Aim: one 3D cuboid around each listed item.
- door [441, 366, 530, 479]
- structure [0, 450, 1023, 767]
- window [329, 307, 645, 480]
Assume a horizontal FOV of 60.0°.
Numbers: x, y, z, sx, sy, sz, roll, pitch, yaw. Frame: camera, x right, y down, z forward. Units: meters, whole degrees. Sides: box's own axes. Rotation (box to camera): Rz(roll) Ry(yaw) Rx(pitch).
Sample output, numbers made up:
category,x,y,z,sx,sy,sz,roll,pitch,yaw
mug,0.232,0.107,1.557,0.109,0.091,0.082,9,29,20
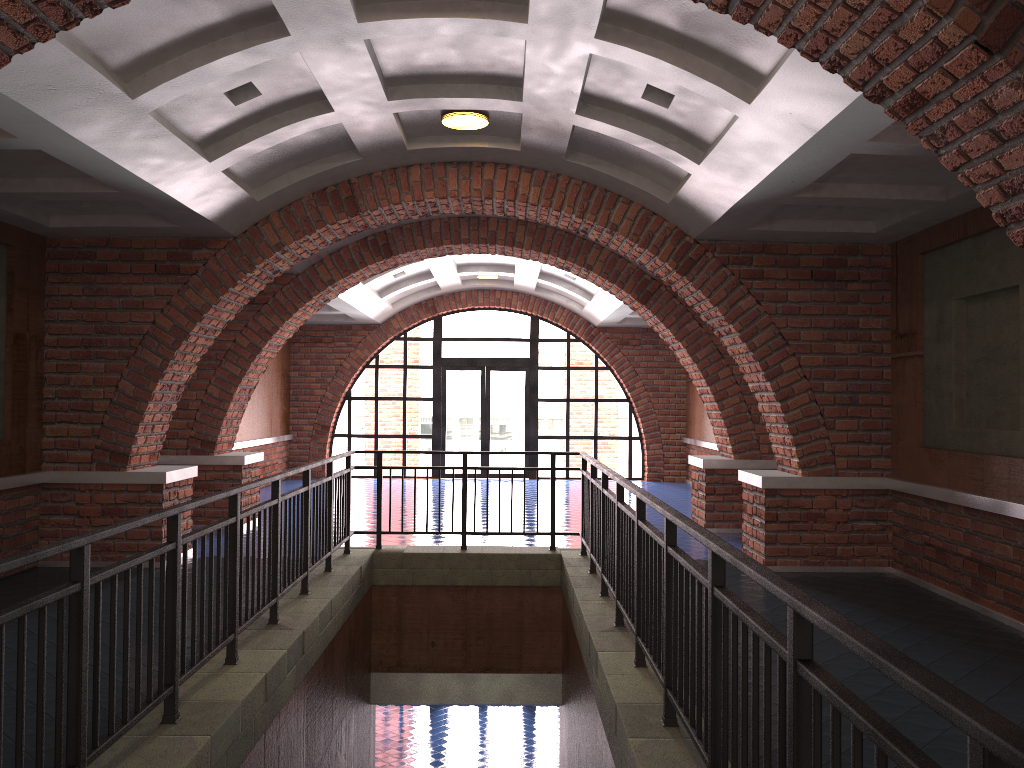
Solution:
category,x,y,z,sx,sy,sz,roll,pitch,yaw
door,-0.529,0.760,17.659,1.754,2.236,0.040,0,-1,0
structure,-0.393,3.359,3.059,2.464,5.665,11.176,0,-1,0
window,-0.471,0.193,17.666,6.353,3.471,0.100,0,-1,0
